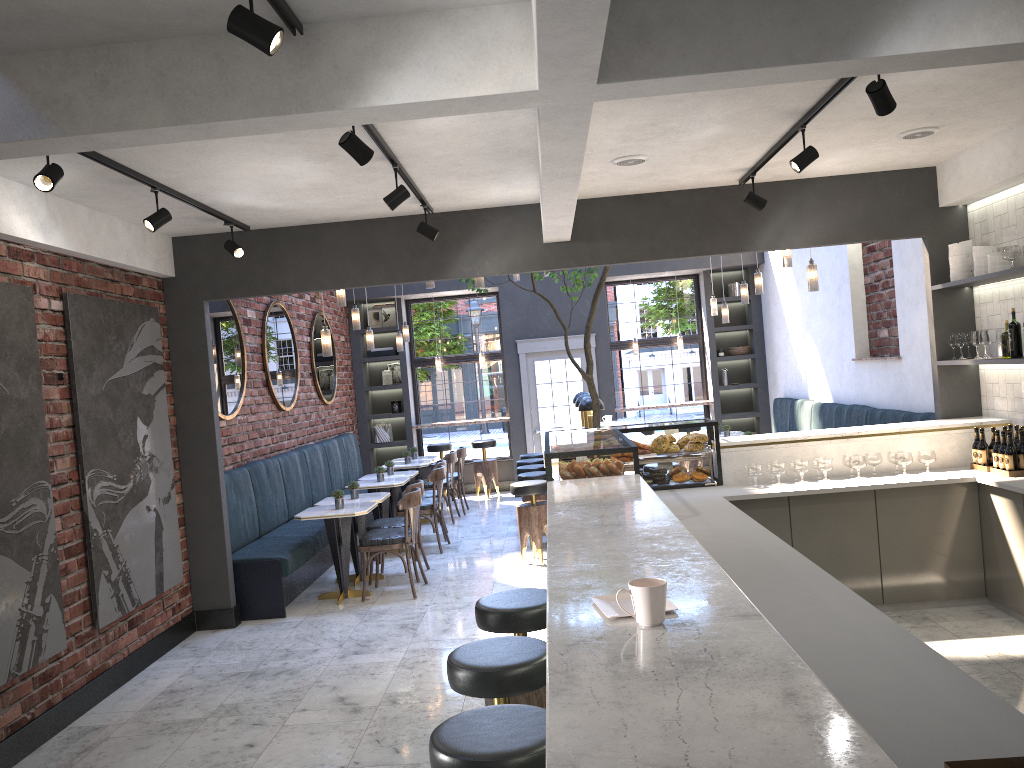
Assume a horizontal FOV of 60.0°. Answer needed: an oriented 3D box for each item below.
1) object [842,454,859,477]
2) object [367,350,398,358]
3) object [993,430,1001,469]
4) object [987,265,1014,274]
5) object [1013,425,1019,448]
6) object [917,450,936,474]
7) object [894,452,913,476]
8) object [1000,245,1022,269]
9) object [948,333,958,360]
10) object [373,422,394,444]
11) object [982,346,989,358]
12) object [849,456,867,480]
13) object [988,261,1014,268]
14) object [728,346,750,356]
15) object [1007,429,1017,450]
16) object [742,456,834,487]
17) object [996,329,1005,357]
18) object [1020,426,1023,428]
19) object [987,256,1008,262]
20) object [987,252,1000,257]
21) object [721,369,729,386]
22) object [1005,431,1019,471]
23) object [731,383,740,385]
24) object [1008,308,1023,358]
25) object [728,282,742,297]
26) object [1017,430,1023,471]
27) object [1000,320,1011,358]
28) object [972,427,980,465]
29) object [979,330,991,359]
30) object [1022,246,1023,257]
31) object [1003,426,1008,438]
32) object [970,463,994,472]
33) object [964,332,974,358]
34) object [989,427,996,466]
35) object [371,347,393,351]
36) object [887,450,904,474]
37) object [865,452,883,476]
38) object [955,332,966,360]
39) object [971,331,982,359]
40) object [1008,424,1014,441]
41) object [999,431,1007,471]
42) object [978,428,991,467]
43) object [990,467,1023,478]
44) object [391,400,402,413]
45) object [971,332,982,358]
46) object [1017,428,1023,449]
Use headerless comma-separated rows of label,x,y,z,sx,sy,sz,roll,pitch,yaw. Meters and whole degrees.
object,2.313,0.556,6.043,0.114,0.147,0.114,-5,1,7
object,-1.923,-0.450,13.182,0.412,0.084,0.286,-5,1,2
object,3.115,0.433,5.675,0.069,0.279,0.069,-6,1,-36
object,3.229,-0.747,5.857,0.153,0.055,0.153,-5,1,-36
object,3.348,0.411,5.866,0.070,0.279,0.069,-5,1,-21
object,2.758,0.520,5.893,0.114,0.147,0.114,-5,1,7
object,2.608,0.533,5.899,0.114,0.147,0.114,-5,1,7
object,3.114,-0.783,5.531,0.114,0.147,0.114,-5,1,7
object,3.190,-0.271,6.409,0.070,0.188,0.070,-5,1,-6
object,-1.920,0.713,13.216,0.250,0.323,0.241,-5,1,2
object,3.289,-0.277,6.168,0.070,0.188,0.070,-5,1,-6
object,2.307,0.558,5.912,0.114,0.147,0.114,-5,1,7
object,3.228,-0.783,5.853,0.153,0.074,0.154,-5,1,5
object,3.331,-0.484,13.001,0.305,0.124,0.304,-5,1,23
object,3.190,0.427,5.671,0.070,0.279,0.069,-5,1,4
object,1.870,0.594,6.026,0.575,0.147,0.255,-5,1,2
object,3.280,-0.274,5.932,0.070,0.188,0.070,-5,1,16
object,3.345,0.412,5.791,0.069,0.279,0.069,-4,1,24
object,3.226,-0.813,5.852,0.153,0.062,0.153,-4,1,32
object,3.221,-0.845,5.850,0.154,0.075,0.153,-5,1,-30
object,3.107,-0.097,12.950,0.098,0.248,0.098,-4,1,42
object,3.110,0.435,5.524,0.070,0.279,0.069,-5,1,-11
object,3.251,0.002,12.920,0.130,0.026,0.130,-5,1,-14
object,3.219,-0.327,5.676,0.072,0.319,0.072,-5,1,-13
object,3.277,-1.378,12.996,0.214,0.215,0.213,-5,1,12
object,3.184,0.429,5.522,0.070,0.279,0.069,-5,1,4
object,3.191,-0.308,5.251,0.082,0.294,1.100,-5,1,3
object,3.126,0.429,5.950,0.069,0.279,0.069,-6,1,-36
object,3.171,-0.265,5.937,0.070,0.188,0.070,-5,1,16
object,3.245,-0.794,5.526,0.114,0.147,0.114,-5,1,7
object,3.273,0.418,5.869,0.070,0.279,0.069,-5,1,9
object,3.245,0.542,5.873,0.307,0.038,0.231,-5,1,2
object,3.299,-0.281,6.404,0.070,0.188,0.070,-5,1,-6
object,3.198,0.424,5.874,0.069,0.279,0.069,-6,1,-36
object,-1.932,-0.511,13.193,0.327,0.039,0.227,-5,1,-8
object,2.613,0.531,6.031,0.114,0.147,0.114,-5,1,7
object,2.463,0.544,6.037,0.114,0.147,0.114,-5,1,7
object,3.185,-0.270,6.291,0.070,0.188,0.070,-5,1,-6
object,3.175,-0.266,6.055,0.070,0.188,0.070,-5,1,-6
object,3.350,0.410,5.940,0.070,0.279,0.069,-4,1,34
object,3.113,0.434,5.600,0.070,0.279,0.069,-5,1,-21
object,3.124,0.430,5.875,0.070,0.279,0.069,-5,1,-21
object,3.234,0.546,5.597,0.307,0.038,0.231,-5,1,2
object,-1.718,0.341,13.185,0.152,0.181,0.152,-4,1,40
object,3.294,-0.279,6.286,0.070,0.188,0.070,-5,1,-6
object,3.265,0.421,5.667,0.070,0.279,0.069,-5,1,-21
